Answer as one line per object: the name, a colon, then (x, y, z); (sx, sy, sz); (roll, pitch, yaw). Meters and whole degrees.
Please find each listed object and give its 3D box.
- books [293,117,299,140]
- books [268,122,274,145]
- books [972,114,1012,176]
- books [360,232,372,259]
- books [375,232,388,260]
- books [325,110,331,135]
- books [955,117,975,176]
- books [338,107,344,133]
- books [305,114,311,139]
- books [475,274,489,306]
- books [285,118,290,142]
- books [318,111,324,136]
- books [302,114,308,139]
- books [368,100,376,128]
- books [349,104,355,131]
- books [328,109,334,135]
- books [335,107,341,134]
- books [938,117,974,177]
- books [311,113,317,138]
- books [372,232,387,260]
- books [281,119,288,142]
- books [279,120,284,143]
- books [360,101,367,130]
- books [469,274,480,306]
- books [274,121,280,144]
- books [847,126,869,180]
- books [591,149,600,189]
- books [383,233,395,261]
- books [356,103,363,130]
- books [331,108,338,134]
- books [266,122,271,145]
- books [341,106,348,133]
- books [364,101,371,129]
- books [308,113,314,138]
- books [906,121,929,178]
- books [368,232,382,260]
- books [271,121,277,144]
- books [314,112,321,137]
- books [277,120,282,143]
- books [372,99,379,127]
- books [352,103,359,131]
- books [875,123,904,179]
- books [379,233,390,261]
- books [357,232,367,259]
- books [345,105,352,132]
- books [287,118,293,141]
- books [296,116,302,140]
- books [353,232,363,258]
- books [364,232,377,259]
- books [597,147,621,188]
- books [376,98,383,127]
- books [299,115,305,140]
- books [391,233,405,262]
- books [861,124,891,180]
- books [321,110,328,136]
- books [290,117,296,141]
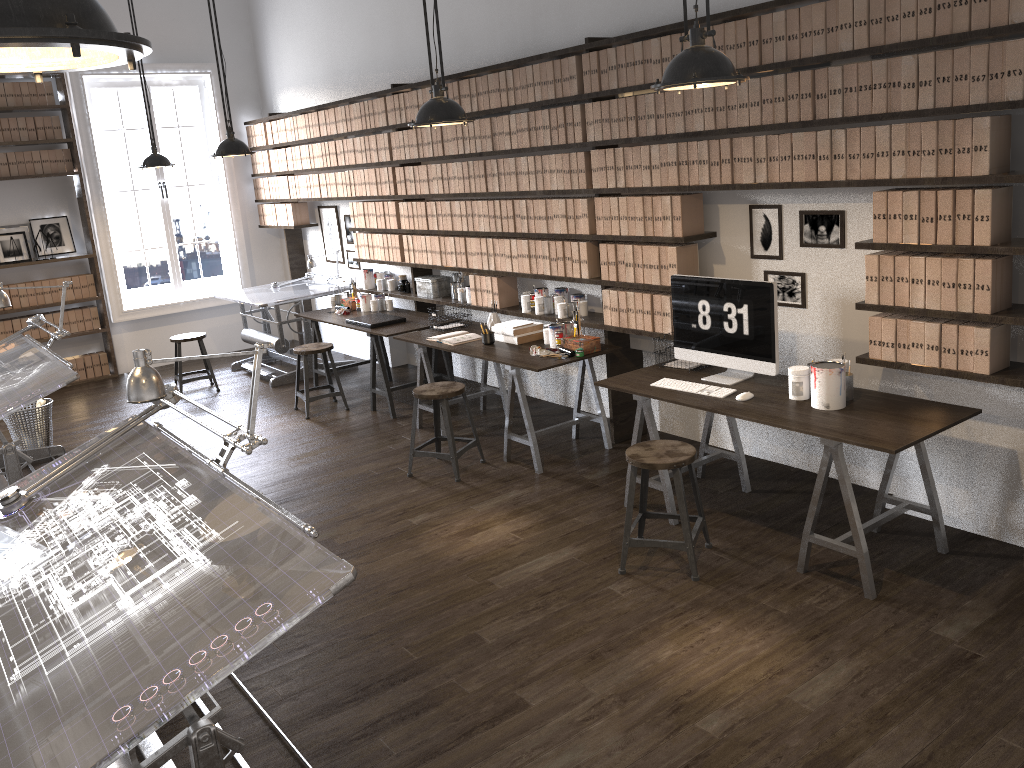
books: (-1.992, -2.455, 8.497); (0.175, 0.223, 0.067); (-14, 15, -35)
books: (-2.369, -2.550, 8.994); (0.175, 0.223, 0.067); (-14, 15, -35)
books: (1.886, -0.938, 3.480); (0.175, 0.223, 0.067); (-14, 15, -35)
books: (-1.241, -1.229, 7.834); (0.175, 0.223, 0.067); (-14, 15, -35)
books: (-1.073, -1.186, 7.609); (0.175, 0.223, 0.067); (-14, 15, -35)
books: (-1.572, -2.347, 7.937); (0.175, 0.223, 0.067); (-14, 15, -35)
books: (1.847, -0.950, 3.539); (0.175, 0.223, 0.067); (-14, 15, -35)
books: (-1.415, -2.305, 7.722); (0.175, 0.223, 0.067); (-14, 15, -35)
books: (-1.827, -2.410, 8.267); (0.175, 0.223, 0.067); (-14, 15, -35)
books: (-0.174, -0.697, 6.499); (0.175, 0.223, 0.067); (-14, 15, -35)
books: (-2.115, -2.486, 8.660); (0.175, 0.223, 0.067); (-14, 15, -35)
books: (-1.656, -2.369, 8.050); (0.175, 0.223, 0.067); (-14, 15, -35)
books: (-1.870, -2.421, 8.325); (0.175, 0.223, 0.067); (-14, 15, -35)
books: (-1.077, -2.219, 7.274); (0.175, 0.223, 0.067); (-14, 15, -35)
books: (-1.285, -2.273, 7.555); (0.175, 0.223, 0.067); (-14, 15, -35)
books: (-1.530, -2.336, 7.881); (0.175, 0.223, 0.067); (-14, 15, -35)
books: (-1.451, -2.315, 7.773); (0.175, 0.223, 0.067); (-14, 15, -35)
books: (1.805, -0.961, 3.595); (0.175, 0.223, 0.067); (-14, 15, -35)
books: (-1.745, -2.391, 8.169); (0.175, 0.223, 0.067); (-14, 15, -35)
books: (-1.111, -1.197, 7.667); (0.175, 0.223, 0.067); (-14, 15, -35)
books: (-2.158, -2.495, 8.711); (0.175, 0.223, 0.067); (-14, 15, -35)
books: (-2.194, -2.507, 8.768); (0.175, 0.223, 0.067); (-14, 15, -35)
books: (-1.164, -2.239, 7.380); (0.175, 0.223, 0.067); (-14, 15, -35)
books: (-0.219, -0.706, 6.550); (0.175, 0.223, 0.067); (-14, 15, -35)
books: (-2.282, -2.528, 8.878); (0.175, 0.223, 0.067); (-14, 15, -35)
books: (1.562, -1.024, 3.922); (0.175, 0.223, 0.067); (-14, 15, -35)
books: (0.560, -1.281, 5.256); (0.175, 0.223, 0.067); (-14, 15, -35)
books: (-0.990, -1.163, 7.492); (0.175, 0.223, 0.067); (-14, 15, -35)
books: (-1.207, -2.250, 7.438); (0.175, 0.223, 0.067); (-14, 15, -35)
books: (-1.495, -2.324, 7.824); (0.175, 0.223, 0.067); (-14, 15, -35)
books: (-2.409, -2.563, 9.056); (0.175, 0.223, 0.067); (-14, 15, -35)
books: (-1.373, -2.294, 7.663); (0.175, 0.223, 0.067); (-14, 15, -35)
books: (-1.122, -2.230, 7.333); (0.175, 0.223, 0.067); (-14, 15, -35)
books: (-1.786, -2.401, 8.220); (0.175, 0.223, 0.067); (-14, 15, -35)
books: (1.724, -0.981, 3.701); (0.175, 0.223, 0.067); (-14, 15, -35)
books: (-1.155, -1.208, 7.722); (0.175, 0.223, 0.067); (-14, 15, -35)
books: (-2.320, -2.540, 8.937); (0.175, 0.223, 0.067); (-14, 15, -35)
books: (-1.706, -2.379, 8.107); (0.175, 0.223, 0.067); (-14, 15, -35)
books: (-2.236, -2.518, 8.824); (0.175, 0.223, 0.067); (-14, 15, -35)
books: (-1.034, -2.208, 7.219); (0.175, 0.223, 0.067); (-14, 15, -35)
books: (-1.247, -2.262, 7.498); (0.175, 0.223, 0.067); (-14, 15, -35)
books: (1.641, -1.001, 3.807); (0.175, 0.223, 0.067); (-14, 15, -35)
books: (-1.033, -1.174, 7.550); (0.175, 0.223, 0.067); (-14, 15, -35)
books: (-1.277, -1.239, 7.885); (0.175, 0.223, 0.067); (-14, 15, -35)
books: (-1.328, -2.284, 7.610); (0.175, 0.223, 0.067); (-14, 15, -35)
books: (-2.079, -2.476, 8.609); (0.175, 0.223, 0.067); (-14, 15, -35)
books: (-1.949, -2.444, 8.442); (0.175, 0.223, 0.067); (-14, 15, -35)
books: (-1.321, -1.248, 7.935); (0.175, 0.223, 0.067); (-14, 15, -35)
books: (-1.199, -1.218, 7.775); (0.175, 0.223, 0.067); (-14, 15, -35)
books: (0.594, -1.270, 5.204); (0.175, 0.223, 0.067); (-14, 15, -35)
books: (-0.996, -2.197, 7.162); (0.175, 0.223, 0.067); (-14, 15, -35)
books: (-1.911, -2.433, 8.385); (0.175, 0.223, 0.067); (-14, 15, -35)
books: (-0.907, -1.144, 7.394); (0.175, 0.223, 0.067); (-14, 15, -35)
books: (1.602, -1.013, 3.865); (0.175, 0.223, 0.067); (-14, 15, -35)
books: (-1.618, -2.357, 7.991); (0.175, 0.223, 0.067); (-14, 15, -35)
books: (-2.037, -2.465, 8.551); (0.175, 0.223, 0.067); (-14, 15, -35)
